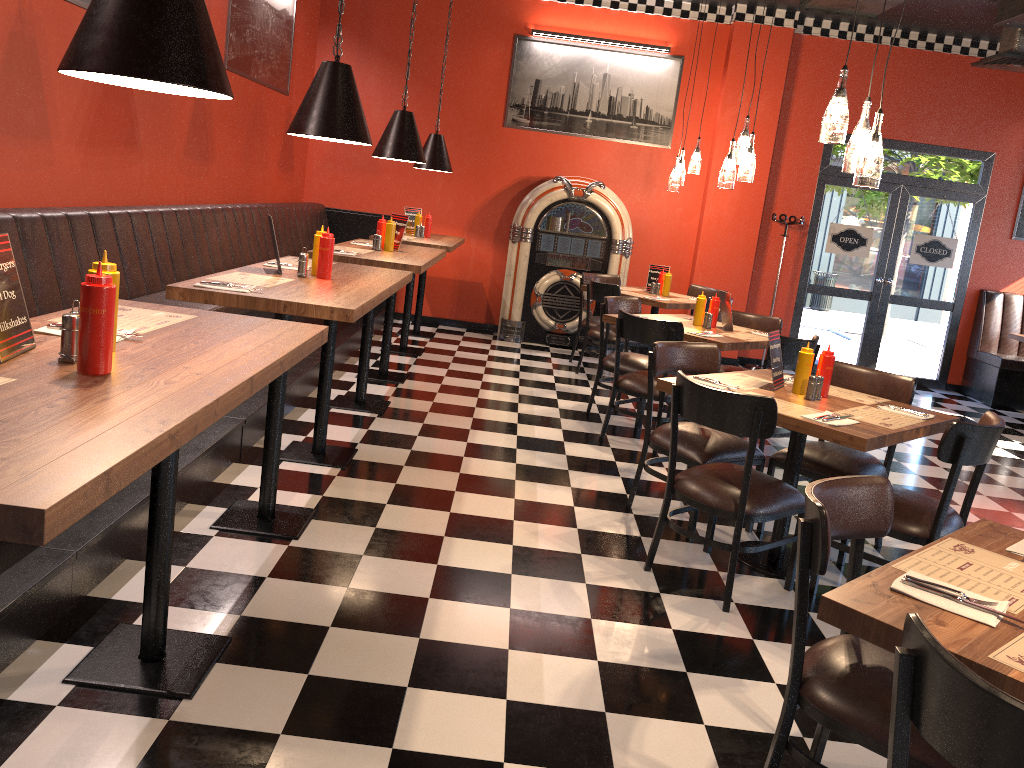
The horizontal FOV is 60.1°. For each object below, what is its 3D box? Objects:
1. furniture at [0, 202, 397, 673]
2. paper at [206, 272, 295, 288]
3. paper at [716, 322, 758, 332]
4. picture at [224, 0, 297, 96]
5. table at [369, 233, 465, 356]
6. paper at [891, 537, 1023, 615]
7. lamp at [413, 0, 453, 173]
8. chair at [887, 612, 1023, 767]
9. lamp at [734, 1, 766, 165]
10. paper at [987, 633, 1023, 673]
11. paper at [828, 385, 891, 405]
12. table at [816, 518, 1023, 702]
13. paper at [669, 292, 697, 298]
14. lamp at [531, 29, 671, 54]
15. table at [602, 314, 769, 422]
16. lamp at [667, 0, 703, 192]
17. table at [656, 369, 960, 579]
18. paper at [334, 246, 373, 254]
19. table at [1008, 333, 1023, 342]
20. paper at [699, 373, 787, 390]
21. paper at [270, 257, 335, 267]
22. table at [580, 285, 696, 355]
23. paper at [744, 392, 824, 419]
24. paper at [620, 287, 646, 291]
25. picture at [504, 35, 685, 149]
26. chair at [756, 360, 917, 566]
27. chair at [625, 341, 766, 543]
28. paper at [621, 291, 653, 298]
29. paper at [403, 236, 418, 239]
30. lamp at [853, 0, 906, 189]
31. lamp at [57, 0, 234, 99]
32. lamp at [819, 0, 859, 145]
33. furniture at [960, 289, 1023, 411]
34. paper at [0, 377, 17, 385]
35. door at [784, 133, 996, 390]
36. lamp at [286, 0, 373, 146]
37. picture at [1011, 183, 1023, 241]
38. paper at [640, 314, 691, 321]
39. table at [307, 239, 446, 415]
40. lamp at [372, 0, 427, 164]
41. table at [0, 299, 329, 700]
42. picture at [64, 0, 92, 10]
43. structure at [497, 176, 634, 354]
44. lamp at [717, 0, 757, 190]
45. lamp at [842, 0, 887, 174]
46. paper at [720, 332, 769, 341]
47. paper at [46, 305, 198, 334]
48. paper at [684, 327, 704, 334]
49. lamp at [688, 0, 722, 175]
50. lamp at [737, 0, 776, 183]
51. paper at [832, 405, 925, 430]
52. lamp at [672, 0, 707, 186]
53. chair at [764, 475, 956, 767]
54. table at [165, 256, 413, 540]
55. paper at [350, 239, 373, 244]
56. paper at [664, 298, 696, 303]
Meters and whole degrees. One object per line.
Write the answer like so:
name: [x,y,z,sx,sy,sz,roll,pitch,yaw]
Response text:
furniture: [-1.836,-0.431,5.276,1.104,1.141,8.827,7,12,-1]
paper: [-1.092,-0.440,3.722,0.261,0.001,0.368,8,12,2]
paper: [1.533,-0.406,6.260,0.368,0.001,0.261,18,16,42]
picture: [-2.073,-2.996,7.422,0.023,0.932,1.784,7,11,-1]
table: [-0.905,-0.888,8.362,0.695,0.992,1.705,7,11,-1]
paper: [1.072,0.431,2.031,0.366,0.001,0.263,-4,17,-44]
lamp: [-0.618,-3.010,8.192,0.384,2.029,0.382,16,13,40]
chair: [0.892,0.867,1.506,0.544,0.861,0.490,1,12,-33]
lamp: [1.647,-2.416,5.755,0.108,1.951,0.109,-1,13,-43]
paper: [1.078,0.532,1.560,0.261,0.001,0.368,-3,16,-42]
paper: [1.547,0.042,4.157,0.368,0.001,0.261,18,16,42]
table: [1.245,0.888,1.852,0.961,0.768,0.963,-3,15,-44]
paper: [1.546,-0.829,8.264,0.261,0.001,0.368,-5,17,-45]
lamp: [0.916,-3.536,9.146,1.444,0.056,0.082,7,11,0]
table: [1.242,-0.013,6.097,0.957,0.768,0.966,-3,15,-44]
lamp: [1.576,-2.691,7.833,0.108,1.951,0.109,4,10,-18]
table: [1.266,0.438,3.985,0.957,0.768,0.966,-3,15,-44]
paper: [-1.071,-0.885,5.835,0.261,0.001,0.368,8,12,2]
table: [5.764,0.069,8.483,1.691,0.768,0.964,7,11,0]
paper: [1.074,-0.014,4.129,0.366,0.001,0.263,-4,16,-43]
paper: [-1.100,-0.643,4.676,0.261,0.001,0.368,8,12,2]
table: [1.249,-0.436,8.097,0.957,0.768,0.966,-3,15,-44]
paper: [1.086,0.085,3.672,0.368,0.001,0.261,18,16,42]
paper: [1.072,-0.886,8.244,0.365,0.001,0.263,-4,16,-42]
picture: [0.853,-3.047,9.257,1.769,0.933,0.023,7,9,0]
chair: [1.612,0.353,4.370,0.545,0.861,0.489,-3,14,-44]
chair: [0.919,0.255,4.408,0.486,0.861,0.549,0,13,-36]
paper: [1.076,-0.789,7.787,0.261,0.001,0.368,-5,17,-44]
paper: [-1.005,-1.323,7.942,0.261,0.001,0.368,8,12,2]
lamp: [1.614,-1.782,3.570,0.108,1.951,0.109,9,10,11]
lamp: [-0.721,-1.691,1.908,0.384,2.029,0.382,16,13,40]
lamp: [1.496,-1.988,3.642,0.108,1.951,0.109,2,11,-28]
furniture: [5.810,-0.289,9.282,1.709,1.146,0.711,7,10,0]
paper: [-1.120,0.010,1.581,0.261,0.001,0.368,8,12,2]
door: [4.026,-1.292,9.502,1.800,2.554,0.129,7,9,0]
lamp: [-0.690,-2.092,3.819,0.384,2.029,0.382,16,13,40]
picture: [5.911,-2.109,9.332,1.023,1.292,0.016,7,9,0]
paper: [1.071,-0.468,6.272,0.263,0.001,0.366,18,16,42]
table: [-0.939,-0.445,6.250,0.695,0.992,1.705,7,11,-1]
lamp: [-0.654,-2.545,5.981,0.384,2.029,0.382,16,13,40]
table: [-1.008,0.431,2.077,0.695,0.992,1.705,7,11,-1]
picture: [-2.116,-2.449,4.816,0.023,0.932,1.784,7,11,-1]
structure: [0.583,-1.279,9.282,1.294,1.755,0.504,7,10,0]
lamp: [1.522,-2.233,5.641,0.108,1.951,0.109,9,10,11]
lamp: [1.610,-1.867,3.681,0.109,1.951,0.108,16,13,41]
paper: [1.545,-0.311,5.819,0.366,0.001,0.263,-5,17,-45]
paper: [-1.097,-0.187,2.528,0.261,0.001,0.368,8,12,2]
paper: [1.085,-0.367,5.801,0.261,0.001,0.368,-4,16,-43]
lamp: [1.738,-2.818,7.705,0.109,1.951,0.109,13,11,31]
lamp: [1.651,-2.278,5.646,0.108,1.951,0.109,4,10,-18]
paper: [1.530,0.137,3.698,0.263,0.001,0.366,18,16,41]
lamp: [1.595,-2.721,7.703,0.109,1.951,0.108,16,13,41]
chair: [0.933,0.725,2.201,0.548,0.861,0.487,16,13,39]
table: [-0.974,-0.008,4.169,0.695,0.992,1.705,7,11,-1]
paper: [-1.058,-1.076,6.743,0.261,0.001,0.368,8,12,2]
paper: [1.520,-0.735,7.804,0.263,0.001,0.366,18,16,42]
